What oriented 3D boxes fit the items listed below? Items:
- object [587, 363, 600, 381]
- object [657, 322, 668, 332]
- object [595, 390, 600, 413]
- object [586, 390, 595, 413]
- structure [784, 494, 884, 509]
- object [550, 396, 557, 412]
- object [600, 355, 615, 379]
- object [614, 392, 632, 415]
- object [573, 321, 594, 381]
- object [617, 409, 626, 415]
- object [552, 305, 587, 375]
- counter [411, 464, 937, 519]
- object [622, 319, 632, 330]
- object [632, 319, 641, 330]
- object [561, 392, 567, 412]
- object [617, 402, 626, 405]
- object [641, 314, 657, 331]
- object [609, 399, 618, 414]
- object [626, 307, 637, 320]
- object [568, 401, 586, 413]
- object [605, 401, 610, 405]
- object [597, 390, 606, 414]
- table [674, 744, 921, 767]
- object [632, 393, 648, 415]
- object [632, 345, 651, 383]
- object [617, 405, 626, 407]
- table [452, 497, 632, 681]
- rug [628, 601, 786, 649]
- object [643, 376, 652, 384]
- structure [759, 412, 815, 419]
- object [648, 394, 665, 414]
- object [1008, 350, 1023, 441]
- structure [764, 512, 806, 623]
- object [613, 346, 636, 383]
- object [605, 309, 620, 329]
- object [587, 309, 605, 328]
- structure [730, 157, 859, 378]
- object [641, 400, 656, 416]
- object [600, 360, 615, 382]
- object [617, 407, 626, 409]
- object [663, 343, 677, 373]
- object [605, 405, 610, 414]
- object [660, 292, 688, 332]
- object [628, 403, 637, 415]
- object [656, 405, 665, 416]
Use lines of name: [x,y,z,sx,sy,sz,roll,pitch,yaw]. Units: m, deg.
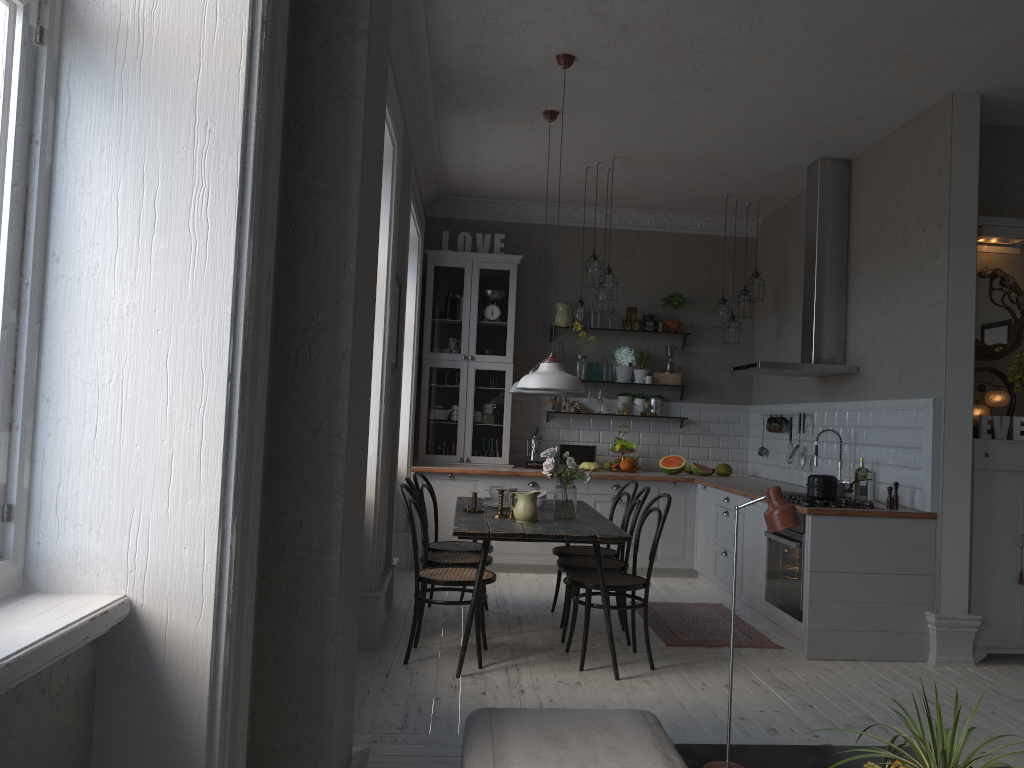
object: [0.758,-0.107,8.294,0.126,0.172,0.126,3,-2,0]
object: [1.402,-0.526,8.261,0.093,0.096,0.074,3,-2,-4]
object: [0.818,0.169,8.267,0.083,0.217,0.081,3,-2,-18]
object: [0.732,0.165,8.264,0.083,0.217,0.081,3,-2,-18]
structure: [1.920,0.717,5.443,0.498,0.031,0.603,3,-2,-4]
object: [0.388,0.128,8.234,0.054,0.264,0.060,4,-3,-33]
object: [0.904,-0.143,8.370,0.131,0.264,0.131,3,-2,2]
object: [1.043,0.180,8.313,0.159,0.217,0.153,4,-3,-24]
object: [0.632,-0.304,8.146,0.193,0.540,0.278,3,-2,-12]
object: [1.009,0.257,8.181,0.078,0.051,0.076,3,-2,-11]
object: [0.459,-0.379,8.177,0.341,0.674,0.331,4,-3,-36]
counter: [0.789,0.748,6.637,3.173,0.039,3.378,3,-2,-4]
object: [1.078,-0.548,8.284,0.083,0.113,0.082,3,-2,-4]
object: [1.166,-0.544,8.288,0.082,0.113,0.083,2,-2,6]
object: [0.494,0.133,8.228,0.052,0.264,0.062,1,-3,32]
object: [1.012,0.197,8.184,0.078,0.051,0.076,3,-2,-18]
object: [1.287,-0.566,8.350,0.142,0.174,0.141,3,-2,-4]
object: [0.941,0.211,8.220,0.080,0.139,0.077,4,-3,-31]
object: [1.118,-0.658,8.280,0.084,0.113,0.081,4,-3,-24]
object: [0.595,0.212,8.209,0.180,0.111,0.094,4,-3,-27]
object: [0.907,0.207,8.292,0.077,0.083,0.078,2,-2,14]
object: [0.825,0.166,8.178,0.083,0.217,0.081,3,-2,-18]
table: [0.932,1.274,2.168,0.852,0.303,1.305,3,-2,-3]
object: [1.198,0.192,8.336,0.170,0.214,0.150,1,-3,26]
object: [1.208,-0.191,8.286,0.188,0.380,0.166,5,-3,-43]
object: [1.011,0.222,8.183,0.076,0.051,0.078,2,-2,15]
table: [0.093,1.142,5.330,0.908,0.735,1.913,3,-2,-3]
rug: [1.228,1.570,5.835,0.738,0.014,1.284,3,-2,-3]
object: [1.271,-0.038,8.223,0.104,0.071,0.063,1,-3,26]
structure: [2.278,0.260,7.402,0.095,0.053,1.082,3,-2,-3]
object: [1.363,0.201,8.359,0.159,0.213,0.152,3,-2,-6]
object: [3.169,0.070,5.367,0.292,0.553,0.347,1,-3,30]
structure: [1.929,1.082,5.426,0.620,0.623,0.620,3,-2,-4]
object: [1.072,-0.184,8.326,0.242,0.354,0.236,2,-2,14]
object: [0.955,-0.602,8.377,0.143,0.220,0.137,5,-3,-44]
object: [0.780,-0.597,8.266,0.168,0.184,0.175,1,-3,35]
structure: [2.093,-0.874,6.564,0.715,1.596,0.709,3,-2,-4]
object: [1.275,0.226,8.254,0.121,0.147,0.098,4,-3,-36]
object: [0.887,-0.121,8.217,0.123,0.206,0.126,2,-2,19]
object: [1.010,0.239,8.182,0.078,0.051,0.076,3,-2,-11]
object: [1.491,-0.240,8.338,0.132,0.287,0.129,3,-3,-19]
object: [0.906,0.240,8.291,0.077,0.083,0.078,2,-2,14]
object: [1.528,-0.668,8.329,0.257,0.397,0.244,2,-3,21]
object: [1.123,0.235,8.247,0.078,0.108,0.077,3,-2,-10]
object: [1.384,0.247,8.245,0.078,0.108,0.077,3,-2,-10]
